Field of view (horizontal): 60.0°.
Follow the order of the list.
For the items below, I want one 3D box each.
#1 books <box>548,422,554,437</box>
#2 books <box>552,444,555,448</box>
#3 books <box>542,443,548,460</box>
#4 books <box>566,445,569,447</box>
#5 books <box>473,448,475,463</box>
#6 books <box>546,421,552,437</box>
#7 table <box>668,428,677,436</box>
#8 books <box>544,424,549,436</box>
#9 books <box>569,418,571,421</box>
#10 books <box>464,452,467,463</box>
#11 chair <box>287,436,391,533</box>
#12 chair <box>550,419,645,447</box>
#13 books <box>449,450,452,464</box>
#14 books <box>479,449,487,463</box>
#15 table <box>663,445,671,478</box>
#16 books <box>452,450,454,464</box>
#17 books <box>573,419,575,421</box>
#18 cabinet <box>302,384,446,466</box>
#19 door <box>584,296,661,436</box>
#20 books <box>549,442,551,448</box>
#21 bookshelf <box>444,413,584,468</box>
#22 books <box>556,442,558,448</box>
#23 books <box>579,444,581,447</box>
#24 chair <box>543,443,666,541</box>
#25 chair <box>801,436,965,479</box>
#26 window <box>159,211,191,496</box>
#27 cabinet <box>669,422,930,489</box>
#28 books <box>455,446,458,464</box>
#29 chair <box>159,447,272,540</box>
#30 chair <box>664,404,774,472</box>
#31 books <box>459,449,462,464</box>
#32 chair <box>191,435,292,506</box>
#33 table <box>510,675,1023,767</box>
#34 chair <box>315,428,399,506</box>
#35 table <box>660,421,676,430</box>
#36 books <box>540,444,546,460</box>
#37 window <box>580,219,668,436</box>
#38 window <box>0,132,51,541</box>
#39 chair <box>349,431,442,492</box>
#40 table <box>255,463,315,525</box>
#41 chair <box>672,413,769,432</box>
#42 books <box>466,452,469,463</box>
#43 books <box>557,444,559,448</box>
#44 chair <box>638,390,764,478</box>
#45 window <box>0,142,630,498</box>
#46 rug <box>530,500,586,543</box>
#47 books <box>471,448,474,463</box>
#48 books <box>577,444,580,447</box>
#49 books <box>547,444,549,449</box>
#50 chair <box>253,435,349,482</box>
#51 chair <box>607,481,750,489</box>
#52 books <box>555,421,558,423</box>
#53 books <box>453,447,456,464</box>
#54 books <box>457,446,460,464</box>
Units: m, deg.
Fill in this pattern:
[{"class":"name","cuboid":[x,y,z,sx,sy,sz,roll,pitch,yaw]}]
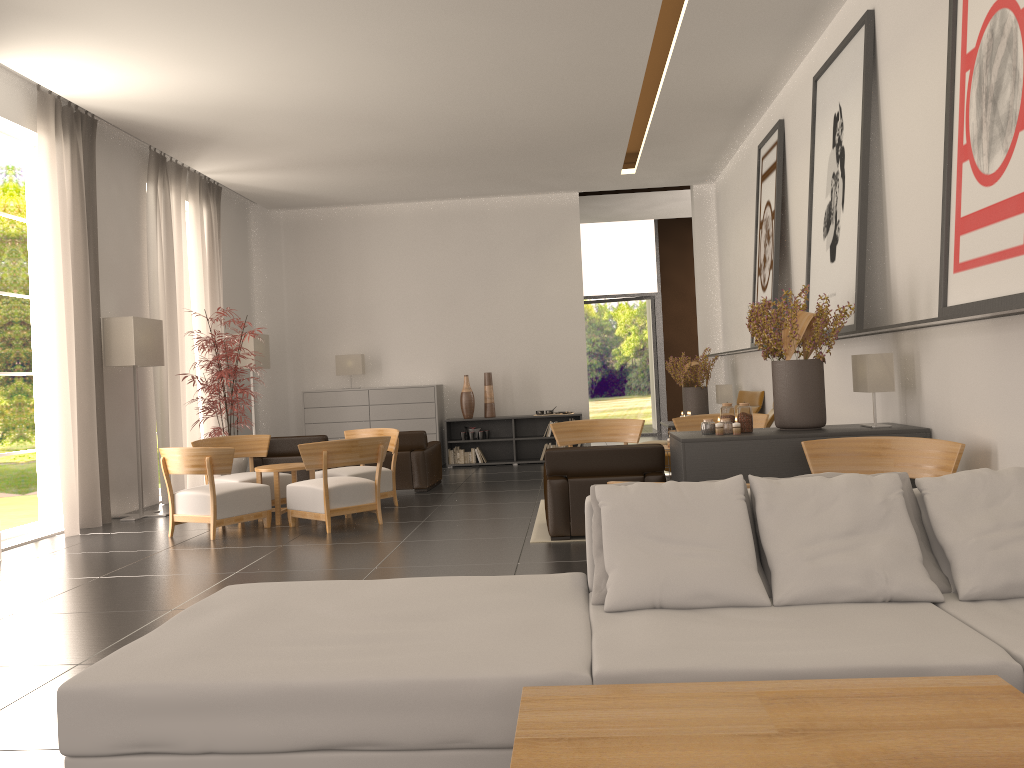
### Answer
[{"class":"books","cuboid":[0.873,1.017,19.912,0.130,0.322,0.252,-3,0,4]},{"class":"books","cuboid":[0.937,1.530,19.931,0.057,0.328,0.257,-3,0,4]},{"class":"books","cuboid":[0.735,1.520,19.948,0.156,0.371,0.252,-3,0,4]},{"class":"books","cuboid":[1.248,1.506,19.940,0.057,0.346,0.197,-3,-1,4]},{"class":"books","cuboid":[-0.846,1.618,20.022,0.019,0.324,0.254,-3,0,4]},{"class":"books","cuboid":[0.836,1.002,19.923,0.138,0.355,0.236,-3,0,4]},{"class":"table","cuboid":[3.165,1.234,15.604,0.797,0.904,0.797,-3,0,-19]},{"class":"books","cuboid":[0.778,1.036,19.919,0.142,0.290,0.252,-3,0,4]},{"class":"books","cuboid":[1.314,0.964,19.893,0.039,0.384,0.232,-3,-1,4]},{"class":"books","cuboid":[-1.046,1.665,20.079,0.054,0.249,0.167,-3,0,4]},{"class":"chair","cuboid":[-2.429,1.356,12.320,1.452,1.227,1.150,-3,0,-41]},{"class":"chair","cuboid":[1.310,1.161,13.241,1.452,1.227,1.151,-3,0,4]},{"class":"books","cuboid":[-1.370,1.652,20.071,0.048,0.305,0.226,-3,0,4]},{"class":"books","cuboid":[-0.656,1.626,20.010,0.142,0.290,0.252,-3,0,4]},{"class":"table","cuboid":[2.181,1.285,12.177,0.797,0.904,0.797,-3,0,26]},{"class":"books","cuboid":[-1.325,1.647,20.059,0.039,0.313,0.246,-3,0,4]},{"class":"books","cuboid":[1.406,0.972,19.898,0.039,0.358,0.210,-3,-1,4]},{"class":"cabinet","cuboid":[-3.153,1.025,20.495,3.080,1.877,1.040,-3,-1,4]},{"class":"door","cuboid":[3.296,-0.498,27.313,2.376,4.270,0.100,-3,-1,19]},{"class":"books","cuboid":[0.868,1.509,19.940,0.041,0.377,0.248,-3,0,4]},{"class":"bookshelf","cuboid":[0.070,1.273,20.148,3.080,1.079,0.740,-3,0,4]},{"class":"books","cuboid":[1.014,1.487,19.939,0.031,0.406,0.231,-3,-1,4]},{"class":"books","cuboid":[1.488,1.484,19.897,0.156,0.371,0.252,-3,0,4]},{"class":"chair","cuboid":[1.137,1.258,10.909,1.537,1.076,1.499,-3,0,4]},{"class":"chair","cuboid":[3.092,1.113,7.694,1.451,1.227,1.151,-3,0,44]},{"class":"window","cuboid":[-6.832,-0.753,17.325,0.110,5.752,2.643,-3,-1,4]},{"class":"cabinet","cuboid":[2.946,1.104,9.274,2.400,1.240,1.120,-3,0,4]},{"class":"books","cuboid":[-1.250,1.606,20.067,0.029,0.385,0.219,-3,-1,4]},{"class":"chair","cuboid":[-4.097,1.437,12.217,1.451,1.227,1.151,-3,0,29]},{"class":"chair","cuboid":[3.283,0.937,14.722,2.420,1.486,1.299,-3,0,14]},{"class":"books","cuboid":[-1.154,1.635,20.052,0.039,0.318,0.236,-3,0,4]},{"class":"chair","cuboid":[-4.178,1.432,13.876,1.150,1.227,1.452,-3,0,39]},{"class":"table","cuboid":[0.801,1.442,2.232,1.600,0.840,1.600,-3,0,4]},{"class":"chair","cuboid":[-2.449,1.348,14.027,1.451,1.227,1.151,-3,0,44]},{"class":"table","cuboid":[3.987,1.209,18.421,1.600,0.840,1.600,-3,0,4]},{"class":"books","cuboid":[0.706,1.527,19.951,0.154,0.361,0.249,-3,0,4]},{"class":"window","cuboid":[-0.579,-1.869,27.282,10.308,7.383,0.100,-3,-1,4]},{"class":"window","cuboid":[-7.192,-0.709,12.051,0.110,5.752,2.643,-3,-1,4]},{"class":"chair","cuboid":[-2.157,1.390,16.315,1.537,1.076,1.499,-3,0,4]},{"class":"table","cuboid":[-3.326,1.607,13.076,0.869,0.803,0.870,-3,0,26]},{"class":"chair","cuboid":[3.163,1.073,13.116,1.452,1.227,1.151,-3,0,4]},{"class":"books","cuboid":[-0.991,1.662,20.075,0.054,0.249,0.167,-3,0,4]},{"class":"books","cuboid":[1.052,1.500,19.942,0.041,0.377,0.221,-3,-1,4]},{"class":"chair","cuboid":[3.409,0.922,16.574,2.421,1.486,1.299,-3,0,-6]},{"class":"window","cuboid":[4.432,-3.897,20.987,99.111,20.587,48.620,-3,0,4]},{"class":"rug","cuboid":[2.325,1.736,11.975,4.000,0.010,3.557,-3,0,4]},{"class":"books","cuboid":[-0.882,1.617,20.058,0.054,0.329,0.187,-3,-1,4]},{"class":"books","cuboid":[1.459,1.491,19.900,0.154,0.361,0.249,-3,0,4]},{"class":"books","cuboid":[0.813,1.529,19.935,0.071,0.344,0.265,-3,0,4]},{"class":"chair","cuboid":[-3.938,1.475,16.436,1.537,1.076,1.499,-3,0,4]},{"class":"chair","cuboid":[1.445,1.201,5.885,1.451,1.227,1.151,-3,0,29]},{"class":"books","cuboid":[1.006,1.006,19.936,0.054,0.329,0.187,-3,-1,4]},{"class":"books","cuboid":[-1.284,1.622,20.074,0.039,0.358,0.210,-3,-1,4]},{"class":"books","cuboid":[-1.196,1.605,20.057,0.039,0.384,0.232,-3,-1,4]}]
